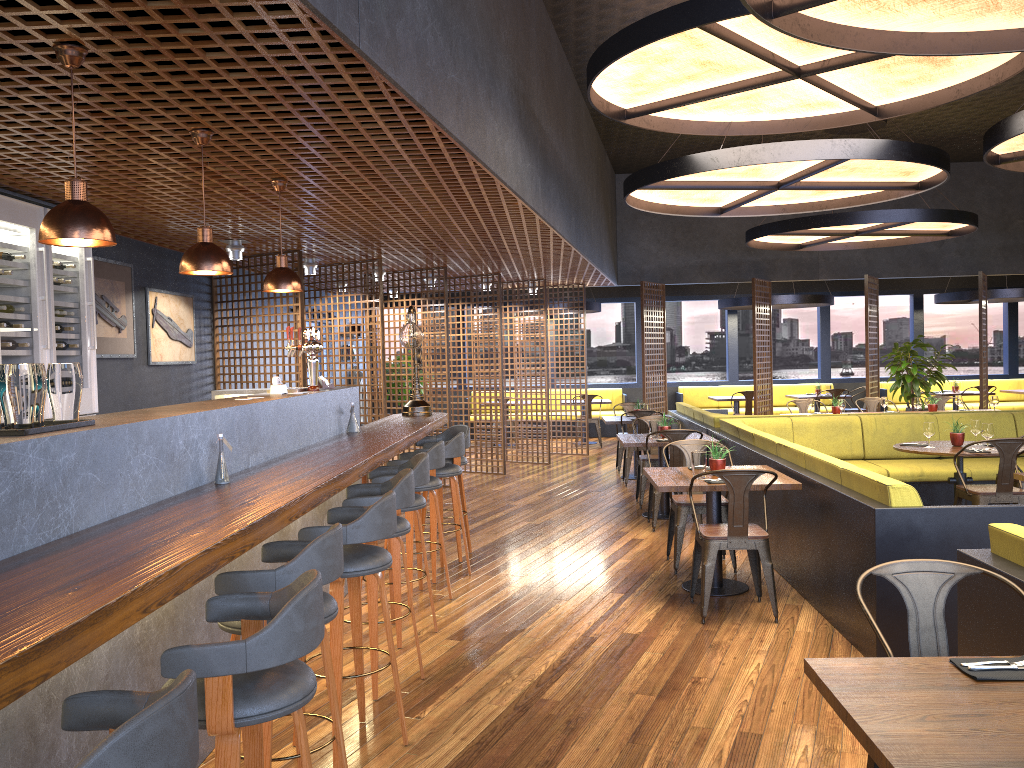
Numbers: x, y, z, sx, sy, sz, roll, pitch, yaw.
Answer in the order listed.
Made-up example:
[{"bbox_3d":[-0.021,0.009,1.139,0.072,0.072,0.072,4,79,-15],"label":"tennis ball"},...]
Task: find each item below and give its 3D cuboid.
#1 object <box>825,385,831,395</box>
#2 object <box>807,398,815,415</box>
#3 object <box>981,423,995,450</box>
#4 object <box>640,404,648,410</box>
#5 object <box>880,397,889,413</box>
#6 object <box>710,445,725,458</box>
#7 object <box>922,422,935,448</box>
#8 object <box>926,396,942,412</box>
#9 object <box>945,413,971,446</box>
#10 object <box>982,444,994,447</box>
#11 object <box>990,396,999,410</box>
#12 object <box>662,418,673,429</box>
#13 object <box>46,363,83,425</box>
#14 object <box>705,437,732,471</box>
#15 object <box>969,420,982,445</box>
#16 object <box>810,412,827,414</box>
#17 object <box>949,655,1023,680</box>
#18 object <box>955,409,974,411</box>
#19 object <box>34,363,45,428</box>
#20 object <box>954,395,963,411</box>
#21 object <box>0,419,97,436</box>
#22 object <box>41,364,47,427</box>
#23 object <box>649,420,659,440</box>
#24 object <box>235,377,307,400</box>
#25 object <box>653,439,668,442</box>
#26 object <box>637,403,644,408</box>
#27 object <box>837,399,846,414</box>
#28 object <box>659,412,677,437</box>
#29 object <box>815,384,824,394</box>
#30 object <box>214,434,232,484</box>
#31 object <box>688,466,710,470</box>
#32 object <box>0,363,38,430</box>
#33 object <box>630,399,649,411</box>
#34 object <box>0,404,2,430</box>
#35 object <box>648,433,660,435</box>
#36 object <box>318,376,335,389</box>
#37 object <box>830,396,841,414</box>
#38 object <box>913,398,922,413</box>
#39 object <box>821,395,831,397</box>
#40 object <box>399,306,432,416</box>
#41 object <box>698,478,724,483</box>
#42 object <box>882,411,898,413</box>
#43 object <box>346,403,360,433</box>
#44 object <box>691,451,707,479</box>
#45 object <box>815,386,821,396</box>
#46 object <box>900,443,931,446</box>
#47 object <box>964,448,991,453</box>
[{"bbox_3d":[5.560,0.112,15.584,0.102,0.178,0.102,-2,2,-12],"label":"object"},{"bbox_3d":[3.753,0.287,11.139,0.097,0.206,0.097,-3,2,-42],"label":"object"},{"bbox_3d":[3.774,0.417,7.037,0.097,0.206,0.097,0,2,27],"label":"object"},{"bbox_3d":[1.666,0.348,11.203,0.102,0.178,0.102,-1,2,8],"label":"object"},{"bbox_3d":[4.660,0.266,11.096,0.097,0.206,0.097,-3,2,-42],"label":"object"},{"bbox_3d":[1.423,0.515,6.125,0.102,0.178,0.102,-2,2,-12],"label":"object"},{"bbox_3d":[3.421,0.418,7.276,0.097,0.206,0.097,0,3,44],"label":"object"},{"bbox_3d":[5.186,0.222,10.947,0.238,0.271,0.260,-1,2,24],"label":"object"},{"bbox_3d":[3.664,0.375,7.314,0.238,0.271,0.260,-1,2,24],"label":"object"},{"bbox_3d":[3.978,0.498,7.270,0.255,0.019,0.157,-1,2,5],"label":"object"},{"bbox_3d":[5.824,0.249,10.703,0.097,0.206,0.097,-3,2,-42],"label":"object"},{"bbox_3d":[1.547,0.427,8.821,0.102,0.178,0.102,-2,2,-12],"label":"object"},{"bbox_3d":[-1.453,0.036,2.885,0.105,0.209,0.105,0,2,38],"label":"object"},{"bbox_3d":[1.371,0.476,5.959,0.238,0.271,0.260,-1,2,24],"label":"object"},{"bbox_3d":[3.874,0.402,7.408,0.097,0.206,0.097,0,2,41],"label":"object"},{"bbox_3d":[3.892,0.374,11.249,0.157,0.019,0.255,-1,2,3],"label":"object"},{"bbox_3d":[1.275,0.721,2.268,0.255,0.019,0.157,-1,2,2],"label":"object"},{"bbox_3d":[5.707,0.331,11.164,0.157,0.019,0.255,-1,2,3],"label":"object"},{"bbox_3d":[-1.512,0.042,2.760,0.105,0.209,0.105,0,2,38],"label":"object"},{"bbox_3d":[5.567,0.244,11.054,0.097,0.206,0.097,-3,2,-42],"label":"object"},{"bbox_3d":[-1.536,0.137,2.769,0.273,0.019,0.437,-1,2,3],"label":"object"},{"bbox_3d":[-1.569,0.039,2.883,0.105,0.209,0.105,0,2,38],"label":"object"},{"bbox_3d":[1.362,0.442,8.494,0.102,0.178,0.102,-2,2,-12],"label":"object"},{"bbox_3d":[-1.359,0.017,5.042,0.200,0.106,0.766,-1,2,3],"label":"object"},{"bbox_3d":[1.443,0.524,8.348,0.255,0.019,0.157,-1,2,2],"label":"object"},{"bbox_3d":[1.672,0.338,11.524,0.102,0.178,0.102,-1,2,18],"label":"object"},{"bbox_3d":[4.009,0.292,10.788,0.097,0.206,0.097,-3,2,-42],"label":"object"},{"bbox_3d":[1.508,0.386,8.678,0.260,0.271,0.238,-1,2,4],"label":"object"},{"bbox_3d":[5.418,0.066,15.667,0.238,0.271,0.260,-1,2,24],"label":"object"},{"bbox_3d":[-1.204,0.308,3.683,0.069,0.203,0.114,-2,2,-8],"label":"object"},{"bbox_3d":[1.381,0.591,6.288,0.255,0.019,0.157,-1,2,2],"label":"object"},{"bbox_3d":[-1.469,0.044,2.638,0.105,0.209,0.105,0,2,38],"label":"object"},{"bbox_3d":[1.631,0.298,11.351,0.260,0.271,0.238,-1,2,4],"label":"object"},{"bbox_3d":[-1.576,0.047,2.655,0.105,0.209,0.105,0,2,38],"label":"object"},{"bbox_3d":[1.505,0.502,8.984,0.255,0.019,0.157,-1,2,2],"label":"object"},{"bbox_3d":[-1.288,-0.013,6.138,0.091,0.091,0.177,-2,2,-22],"label":"object"},{"bbox_3d":[4.013,0.249,11.002,0.238,0.271,0.260,-1,2,24],"label":"object"},{"bbox_3d":[4.916,0.270,10.745,0.097,0.206,0.097,-3,2,-42],"label":"object"},{"bbox_3d":[5.398,0.203,15.339,0.255,0.019,0.157,-1,2,2],"label":"object"},{"bbox_3d":[-0.835,-0.199,7.688,0.263,0.944,0.566,-2,2,-5],"label":"object"},{"bbox_3d":[1.319,0.613,5.652,0.255,0.019,0.157,-1,2,2],"label":"object"},{"bbox_3d":[4.800,0.353,11.206,0.157,0.019,0.255,-1,2,3],"label":"object"},{"bbox_3d":[-1.100,0.229,6.087,0.114,0.203,0.069,0,2,37],"label":"object"},{"bbox_3d":[1.223,0.531,5.794,0.102,0.178,0.102,0,2,38],"label":"object"},{"bbox_3d":[5.352,0.120,15.497,0.102,0.178,0.102,-2,2,-12],"label":"object"},{"bbox_3d":[3.405,0.507,7.453,0.255,0.019,0.157,0,2,35],"label":"object"},{"bbox_3d":[3.628,0.517,6.949,0.157,0.019,0.255,-1,2,9],"label":"object"}]
